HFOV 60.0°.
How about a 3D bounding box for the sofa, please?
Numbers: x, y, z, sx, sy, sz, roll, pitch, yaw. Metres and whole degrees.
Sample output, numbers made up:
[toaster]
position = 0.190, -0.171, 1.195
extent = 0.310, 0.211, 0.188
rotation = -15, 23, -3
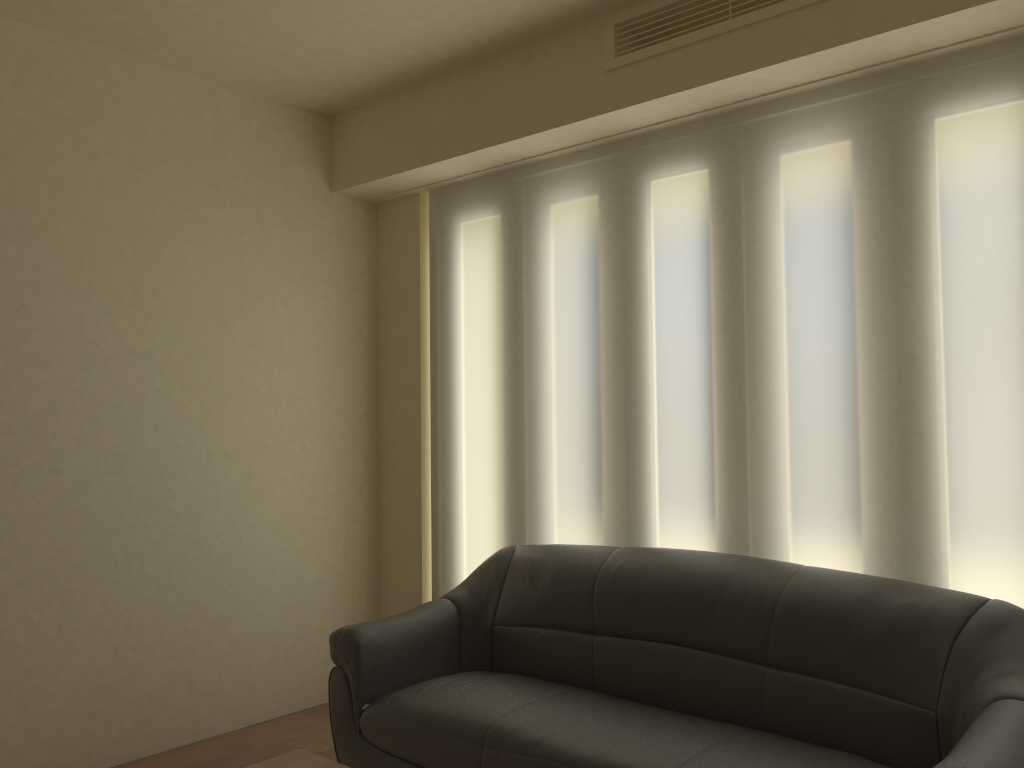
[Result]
[sofa]
position = 0.454, 1.055, 2.907
extent = 2.337, 0.918, 0.944
rotation = -3, -3, 41

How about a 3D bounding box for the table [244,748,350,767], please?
[table]
position = -0.488, 1.243, 1.726
extent = 1.213, 0.482, 1.045
rotation = -3, -3, 41

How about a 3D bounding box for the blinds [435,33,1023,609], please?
[blinds]
position = 0.683, 0.176, 3.513
extent = 2.830, 2.453, 0.002
rotation = -3, -3, 41
